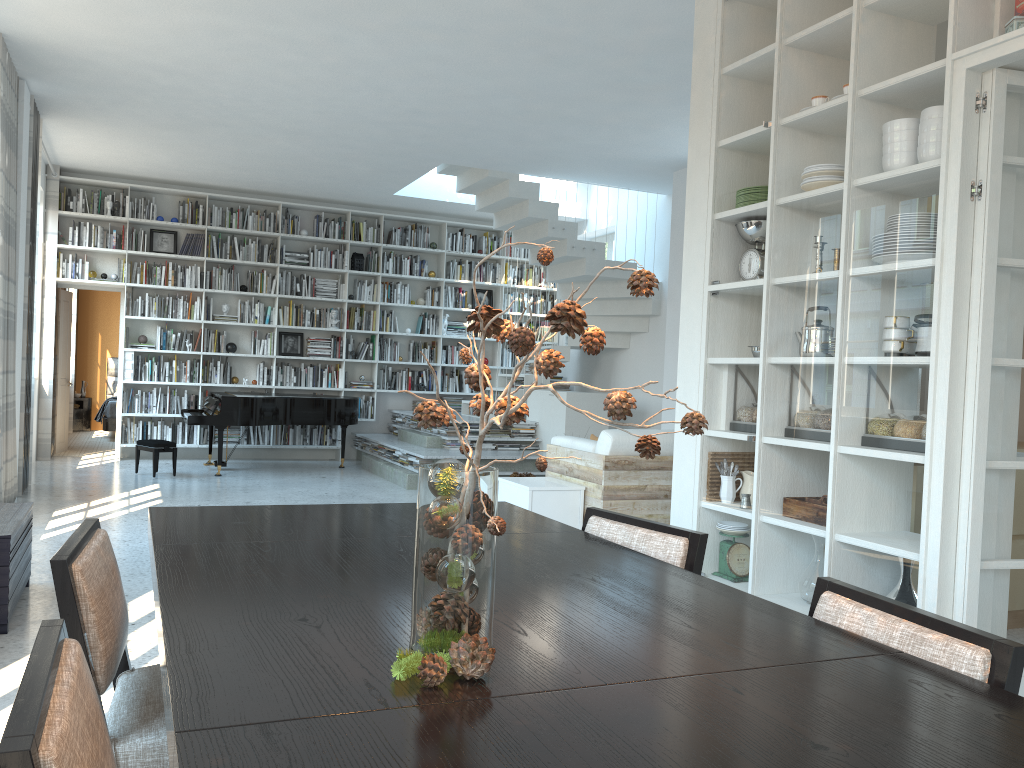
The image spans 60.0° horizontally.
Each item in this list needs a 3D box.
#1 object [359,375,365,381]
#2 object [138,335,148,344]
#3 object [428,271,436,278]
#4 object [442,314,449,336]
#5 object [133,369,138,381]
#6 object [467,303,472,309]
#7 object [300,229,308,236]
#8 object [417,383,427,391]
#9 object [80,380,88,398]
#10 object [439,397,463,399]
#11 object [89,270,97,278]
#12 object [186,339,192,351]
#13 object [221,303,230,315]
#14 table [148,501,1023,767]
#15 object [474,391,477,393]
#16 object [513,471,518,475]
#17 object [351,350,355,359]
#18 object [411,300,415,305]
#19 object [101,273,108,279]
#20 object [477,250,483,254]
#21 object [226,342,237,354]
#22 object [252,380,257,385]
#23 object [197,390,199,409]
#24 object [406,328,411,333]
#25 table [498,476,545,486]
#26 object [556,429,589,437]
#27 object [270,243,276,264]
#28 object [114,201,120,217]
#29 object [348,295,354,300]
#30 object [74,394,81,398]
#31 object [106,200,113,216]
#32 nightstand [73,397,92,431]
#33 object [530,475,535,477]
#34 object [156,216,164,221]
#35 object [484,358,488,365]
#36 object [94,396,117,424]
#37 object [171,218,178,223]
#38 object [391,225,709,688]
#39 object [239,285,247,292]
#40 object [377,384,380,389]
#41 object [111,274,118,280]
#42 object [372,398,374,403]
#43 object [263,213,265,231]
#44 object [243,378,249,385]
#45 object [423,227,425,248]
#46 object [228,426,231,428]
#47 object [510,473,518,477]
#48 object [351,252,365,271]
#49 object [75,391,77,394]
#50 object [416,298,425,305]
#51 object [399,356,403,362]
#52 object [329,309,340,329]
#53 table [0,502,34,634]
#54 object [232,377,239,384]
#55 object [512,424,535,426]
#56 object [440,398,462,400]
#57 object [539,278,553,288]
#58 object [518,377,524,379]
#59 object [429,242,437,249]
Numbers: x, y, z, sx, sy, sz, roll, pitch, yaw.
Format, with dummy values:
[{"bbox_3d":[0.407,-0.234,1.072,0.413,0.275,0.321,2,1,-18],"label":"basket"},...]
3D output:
[{"bbox_3d":[-1.895,-0.074,11.218,0.071,0.072,0.071,3,1,26],"label":"object"},{"bbox_3d":[-4.276,-0.514,10.270,0.105,0.106,0.105,3,1,44],"label":"object"},{"bbox_3d":[-1.043,-1.423,11.545,0.100,0.102,0.100,3,1,44],"label":"object"},{"bbox_3d":[-0.871,-0.771,11.560,0.087,0.288,0.075,3,1,12],"label":"object"},{"bbox_3d":[-4.305,-0.107,10.144,0.045,0.146,0.045,3,1,15],"label":"object"},{"bbox_3d":[-0.581,-1.033,11.817,0.091,0.092,0.091,3,1,26],"label":"object"},{"bbox_3d":[-2.567,-1.855,10.925,0.104,0.106,0.105,3,1,44],"label":"object"},{"bbox_3d":[-1.163,0.038,11.461,0.160,0.114,0.064,2,1,-36],"label":"object"},{"bbox_3d":[-6.715,0.078,13.890,0.091,0.268,0.091,3,1,23],"label":"object"},{"bbox_3d":[-0.812,0.187,11.811,0.285,0.005,0.159,2,0,-23],"label":"object"},{"bbox_3d":[-4.728,-1.237,10.000,0.086,0.088,0.087,3,1,26],"label":"object"},{"bbox_3d":[-3.769,-0.449,10.339,0.081,0.140,0.044,2,1,-39],"label":"object"},{"bbox_3d":[-3.438,-0.899,10.637,0.095,0.157,0.121,2,1,-9],"label":"object"},{"bbox_3d":[-0.104,0.760,1.699,1.086,0.736,2.198,2,1,-23],"label":"table"},{"bbox_3d":[-0.496,0.083,11.926,0.071,0.072,0.071,3,1,26],"label":"object"},{"bbox_3d":[0.035,0.831,7.942,0.090,0.106,0.097,3,1,-2],"label":"object"},{"bbox_3d":[-1.992,-0.363,11.100,0.054,0.113,0.079,2,1,-25],"label":"object"},{"bbox_3d":[-1.292,-1.050,11.516,0.068,0.068,0.068,3,1,44],"label":"object"},{"bbox_3d":[-4.641,-1.226,10.091,0.071,0.072,0.071,3,1,44],"label":"object"},{"bbox_3d":[-0.424,-1.750,11.790,0.071,0.072,0.071,3,1,26],"label":"object"},{"bbox_3d":[-3.374,-0.432,10.659,0.133,0.135,0.134,3,1,26],"label":"object"},{"bbox_3d":[-3.121,-0.019,10.749,0.061,0.062,0.061,3,1,26],"label":"object"},{"bbox_3d":[-3.747,0.214,10.574,0.017,0.290,0.089,2,1,-23],"label":"object"},{"bbox_3d":[-1.343,-0.686,11.484,0.071,0.072,0.071,3,1,26],"label":"object"},{"bbox_3d":[0.272,0.987,7.865,1.270,0.218,1.257,2,1,-23],"label":"table"},{"bbox_3d":[0.516,0.634,7.795,0.309,0.522,0.435,3,1,7],"label":"object"},{"bbox_3d":[-2.884,-1.574,10.694,0.075,0.255,0.075,1,2,-44],"label":"object"},{"bbox_3d":[-4.455,-1.965,10.002,0.067,0.198,0.067,3,1,19],"label":"object"},{"bbox_3d":[-2.019,-1.086,11.125,0.071,0.072,0.071,3,1,26],"label":"object"},{"bbox_3d":[-6.751,0.181,13.771,0.118,0.061,0.118,2,1,-16],"label":"object"},{"bbox_3d":[-4.529,-1.968,9.970,0.067,0.198,0.067,3,1,19],"label":"object"},{"bbox_3d":[-6.901,0.464,13.802,0.650,0.518,0.430,2,1,-20],"label":"nightstand"},{"bbox_3d":[0.192,0.854,7.818,0.083,0.100,0.092,2,1,-18],"label":"object"},{"bbox_3d":[-4.081,-1.906,10.285,0.082,0.083,0.082,3,1,44],"label":"object"},{"bbox_3d":[-0.374,-0.299,11.939,0.115,0.116,0.115,3,1,44],"label":"object"},{"bbox_3d":[-5.480,0.318,13.402,1.481,0.540,1.450,2,1,-24],"label":"object"},{"bbox_3d":[-3.937,-1.900,10.347,0.082,0.083,0.082,3,1,44],"label":"object"},{"bbox_3d":[0.015,0.102,1.189,0.541,0.601,0.317,3,1,38],"label":"object"},{"bbox_3d":[-3.233,-1.144,10.671,0.097,0.098,0.097,3,1,26],"label":"object"},{"bbox_3d":[-1.725,0.033,11.381,0.071,0.072,0.071,3,1,26],"label":"object"},{"bbox_3d":[-4.536,-1.221,10.114,0.071,0.072,0.071,3,1,44],"label":"object"},{"bbox_3d":[-1.777,0.311,11.305,0.011,0.260,0.142,2,1,-23],"label":"object"},{"bbox_3d":[-3.020,-1.945,10.777,0.010,0.247,0.157,2,1,-23],"label":"object"},{"bbox_3d":[-3.208,-0.038,10.686,0.060,0.095,0.078,2,1,-6],"label":"object"},{"bbox_3d":[-1.164,-1.895,11.574,0.006,0.298,0.129,2,1,-23],"label":"object"},{"bbox_3d":[-3.421,0.488,10.657,0.086,0.087,0.086,3,1,44],"label":"object"},{"bbox_3d":[0.016,0.844,7.860,0.110,0.101,0.114,2,1,-41],"label":"object"},{"bbox_3d":[-1.946,-1.534,11.170,0.135,0.248,0.135,2,1,-33],"label":"object"},{"bbox_3d":[-6.853,0.154,13.852,0.106,0.103,0.106,2,1,-16],"label":"object"},{"bbox_3d":[-1.195,-1.068,11.582,0.111,0.113,0.111,3,1,44],"label":"object"},{"bbox_3d":[-1.453,-0.322,11.489,0.071,0.072,0.071,3,1,26],"label":"object"},{"bbox_3d":[-2.207,-0.805,11.017,0.138,0.244,0.137,3,1,32],"label":"object"},{"bbox_3d":[-2.467,0.798,3.927,0.524,0.415,0.925,2,1,-23],"label":"table"},{"bbox_3d":[-3.344,-0.044,10.699,0.091,0.092,0.091,3,1,44],"label":"object"},{"bbox_3d":[0.093,0.444,9.955,0.284,0.030,0.177,2,0,-23],"label":"object"},{"bbox_3d":[-0.812,0.198,11.811,0.254,0.006,0.161,2,0,-23],"label":"object"},{"bbox_3d":[0.464,-1.379,12.144,0.203,0.137,0.095,2,1,-7],"label":"object"},{"bbox_3d":[0.093,-0.078,11.092,0.161,0.025,0.174,2,0,-19],"label":"object"},{"bbox_3d":[-1.025,-1.791,11.531,0.104,0.105,0.104,3,1,26],"label":"object"}]
